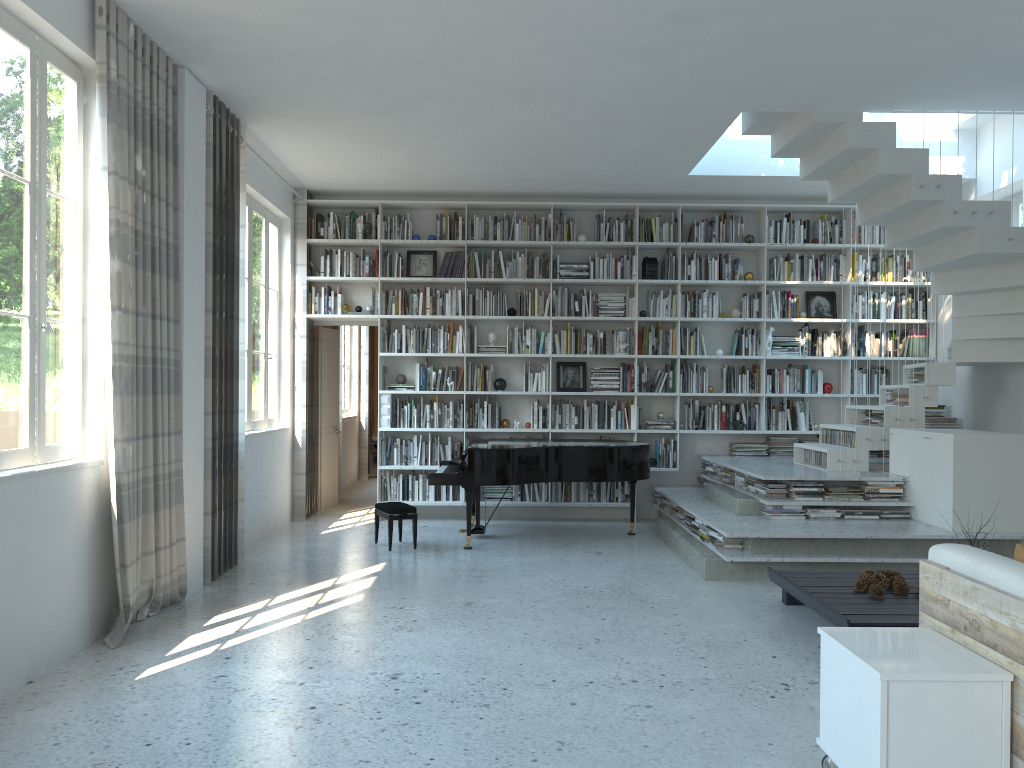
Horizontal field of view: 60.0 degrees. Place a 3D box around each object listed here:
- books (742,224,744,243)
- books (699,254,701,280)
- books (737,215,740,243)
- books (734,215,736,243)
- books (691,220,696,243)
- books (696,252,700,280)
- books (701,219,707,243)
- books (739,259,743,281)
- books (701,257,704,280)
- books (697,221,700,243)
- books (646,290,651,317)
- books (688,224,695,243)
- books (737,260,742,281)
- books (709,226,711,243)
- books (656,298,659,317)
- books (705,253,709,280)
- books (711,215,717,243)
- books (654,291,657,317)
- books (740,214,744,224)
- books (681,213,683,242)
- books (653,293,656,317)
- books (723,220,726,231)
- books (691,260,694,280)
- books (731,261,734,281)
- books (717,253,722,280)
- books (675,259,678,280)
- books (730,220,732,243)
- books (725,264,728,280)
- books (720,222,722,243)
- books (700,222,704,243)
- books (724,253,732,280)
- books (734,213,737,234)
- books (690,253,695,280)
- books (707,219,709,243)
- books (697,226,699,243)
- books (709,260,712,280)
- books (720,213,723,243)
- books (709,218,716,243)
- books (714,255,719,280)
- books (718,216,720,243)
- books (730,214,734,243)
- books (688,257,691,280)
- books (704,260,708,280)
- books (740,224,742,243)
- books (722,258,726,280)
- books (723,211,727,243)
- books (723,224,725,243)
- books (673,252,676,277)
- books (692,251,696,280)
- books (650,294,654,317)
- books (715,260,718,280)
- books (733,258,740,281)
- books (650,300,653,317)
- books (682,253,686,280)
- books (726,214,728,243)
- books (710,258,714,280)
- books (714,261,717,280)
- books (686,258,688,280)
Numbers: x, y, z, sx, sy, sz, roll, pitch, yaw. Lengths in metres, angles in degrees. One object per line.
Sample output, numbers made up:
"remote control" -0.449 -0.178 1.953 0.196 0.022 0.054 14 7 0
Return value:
"books" 2.285 -1.480 8.866 0.014 0.209 0.188 0 0 -1
"books" 1.871 -1.150 8.887 0.012 0.276 0.133 0 0 -1
"books" 2.246 -1.525 8.867 0.013 0.297 0.188 0 0 -1
"books" 2.216 -1.526 8.878 0.019 0.299 0.137 0 0 -1
"books" 1.813 -1.502 8.863 0.009 0.244 0.173 0 0 -1
"books" 1.855 -1.160 8.880 0.021 0.296 0.138 0 0 -1
"books" 1.915 -1.507 8.872 0.030 0.255 0.161 0 0 -1
"books" 2.284 -1.123 8.889 0.026 0.229 0.140 0 0 -1
"books" 1.891 -1.133 8.864 0.027 0.241 0.160 0 0 -1
"books" 1.855 -1.494 8.859 0.013 0.229 0.174 0 0 -1
"books" 1.367 -0.791 8.879 0.018 0.285 0.159 0 0 -1
"books" 1.785 -1.482 8.856 0.046 0.206 0.183 0 0 -1
"books" 2.247 -1.117 8.871 0.048 0.216 0.182 0 0 -1
"books" 1.966 -1.474 8.892 0.031 0.190 0.132 0 0 -1
"books" 1.441 -0.752 8.874 0.023 0.207 0.171 0 0 -1
"books" 1.952 -1.153 8.883 0.013 0.284 0.154 0 0 -1
"books" 2.022 -1.524 8.875 0.024 0.292 0.167 0 0 -1
"books" 1.431 -0.786 8.874 0.019 0.275 0.146 0 0 -1
"books" 2.296 -1.529 8.867 0.006 0.306 0.163 0 0 -1
"books" 1.684 -1.533 8.851 0.019 0.304 0.176 0 0 -1
"books" 1.416 -0.773 8.873 0.028 0.250 0.164 0 0 -1
"books" 2.110 -1.503 8.868 0.008 0.251 0.170 0 0 -1
"books" 1.786 -1.117 8.855 0.026 0.208 0.181 0 0 -1
"books" 2.183 -1.116 8.873 0.030 0.213 0.156 0 0 -1
"books" 2.075 -1.153 8.884 0.012 0.285 0.159 0 0 -1
"books" 1.630 -1.122 8.847 0.008 0.214 0.223 0 0 -1
"books" 2.174 -1.503 8.875 0.024 0.252 0.149 0 0 -1
"books" 2.125 -1.101 8.871 0.027 0.181 0.176 0 0 -1
"books" 2.073 -1.493 8.864 0.018 0.231 0.160 0 0 -1
"books" 1.886 -1.492 8.873 0.028 0.226 0.163 0 0 -1
"books" 2.154 -1.152 8.858 0.029 0.285 0.183 0 0 -1
"books" 2.229 -1.537 8.895 0.008 0.321 0.133 0 0 -1
"books" 1.805 -1.154 8.871 0.011 0.283 0.173 0 0 -1
"books" 1.941 -1.507 8.875 0.021 0.256 0.169 0 0 -1
"books" 1.844 -1.471 8.871 0.009 0.183 0.160 0 0 -1
"books" 1.971 -1.119 8.881 0.025 0.216 0.144 0 0 -1
"books" 2.085 -1.534 8.869 0.006 0.312 0.179 0 0 -1
"books" 1.997 -1.507 8.852 0.028 0.258 0.185 0 0 -1
"books" 2.044 -1.143 8.871 0.012 0.264 0.156 0 0 -1
"books" 2.060 -1.520 8.882 0.007 0.285 0.159 0 0 -1
"books" 2.190 -1.530 8.866 0.008 0.307 0.182 0 0 -1
"books" 1.760 -1.134 8.872 0.026 0.243 0.148 0 0 -1
"books" 1.932 -1.123 8.886 0.028 0.223 0.142 0 0 -1
"books" 2.269 -1.483 8.875 0.018 0.214 0.157 0 0 -1
"books" 2.096 -1.129 8.866 0.030 0.238 0.185 0 0 -1
"books" 2.118 -1.542 8.867 0.007 0.329 0.183 0 0 -1
"books" 2.097 -1.478 8.853 0.018 0.201 0.188 0 0 -1
"books" 1.623 -1.161 8.881 0.005 0.292 0.130 0 0 -1
"books" 1.817 -1.166 8.865 0.014 0.307 0.152 0 0 -1
"books" 1.398 -0.770 8.878 0.024 0.242 0.159 0 0 -1
"books" 2.032 -1.122 8.869 0.011 0.222 0.159 0 0 -1
"books" 2.225 -1.127 8.862 0.054 0.235 0.171 0 0 -1
"books" 1.379 -0.741 8.858 0.028 0.185 0.181 0 0 -1
"books" 1.718 -1.156 8.863 0.012 0.285 0.159 0 0 -1
"books" 2.129 -1.527 8.851 0.015 0.299 0.183 0 0 -1
"books" 1.995 -1.129 8.870 0.023 0.237 0.149 0 0 -1
"books" 2.017 -1.115 8.855 0.021 0.209 0.181 0 0 -1
"books" 1.741 -1.133 8.878 0.012 0.239 0.138 0 0 -1
